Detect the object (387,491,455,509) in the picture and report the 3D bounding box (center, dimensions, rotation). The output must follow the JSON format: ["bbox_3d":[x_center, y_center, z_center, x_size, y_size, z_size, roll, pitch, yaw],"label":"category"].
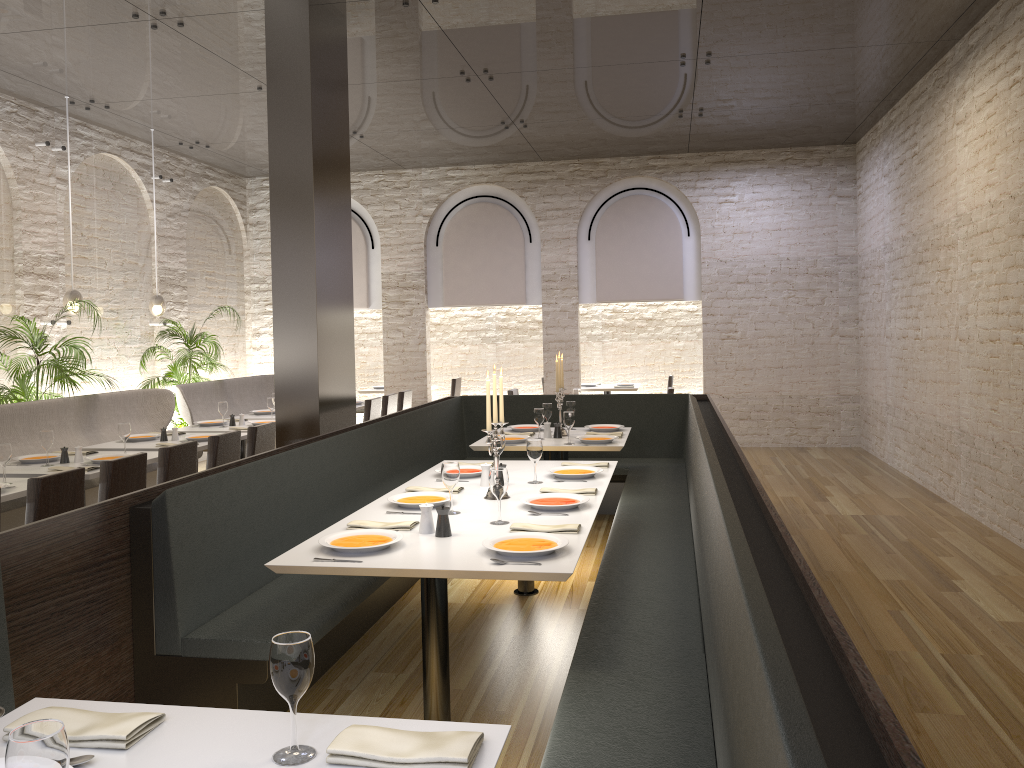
[{"bbox_3d":[-0.428,0.554,4.192,0.321,0.036,0.322,1,4,30],"label":"object"}]

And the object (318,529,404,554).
[{"bbox_3d":[-0.574,0.605,3.378,0.321,0.036,0.322,-1,3,8],"label":"object"}]

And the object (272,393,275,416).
[{"bbox_3d":[-2.428,0.210,9.123,0.086,0.230,0.086,0,2,40],"label":"object"}]

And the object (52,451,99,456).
[{"bbox_3d":[-3.125,0.494,6.337,0.273,0.033,0.143,-1,3,10],"label":"object"}]

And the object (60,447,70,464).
[{"bbox_3d":[-2.975,0.471,5.893,0.059,0.109,0.059,-1,2,2],"label":"object"}]

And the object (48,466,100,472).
[{"bbox_3d":[-2.739,0.532,5.553,0.273,0.033,0.143,-1,3,10],"label":"object"}]

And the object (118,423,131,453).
[{"bbox_3d":[-2.699,0.388,6.174,0.086,0.230,0.086,-2,2,-38],"label":"object"}]

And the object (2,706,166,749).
[{"bbox_3d":[-0.880,0.703,1.830,0.273,0.033,0.143,-1,3,10],"label":"object"}]

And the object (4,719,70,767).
[{"bbox_3d":[-0.706,0.629,1.322,0.086,0.230,0.086,-1,1,22],"label":"object"}]

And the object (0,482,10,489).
[{"bbox_3d":[-2.880,0.574,4.764,0.322,0.036,0.322,-2,3,-7],"label":"object"}]

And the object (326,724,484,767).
[{"bbox_3d":[-0.202,0.696,1.708,0.273,0.033,0.143,-1,3,10],"label":"object"}]

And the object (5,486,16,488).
[{"bbox_3d":[-2.853,0.573,4.939,0.185,0.010,0.017,-1,3,10],"label":"object"}]

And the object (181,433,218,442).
[{"bbox_3d":[-2.467,0.430,7.059,0.322,0.036,0.322,-2,3,-12],"label":"object"}]

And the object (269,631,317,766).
[{"bbox_3d":[-0.421,0.601,1.703,0.086,0.230,0.086,-1,1,22],"label":"object"}]

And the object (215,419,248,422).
[{"bbox_3d":[-2.720,0.353,8.590,0.273,0.033,0.143,-1,3,10],"label":"object"}]

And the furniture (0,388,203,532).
[{"bbox_3d":[-3.599,0.715,6.506,0.709,1.096,4.482,-1,3,10],"label":"furniture"}]

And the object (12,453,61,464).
[{"bbox_3d":[-3.203,0.508,6.004,0.322,0.036,0.322,-2,3,-12],"label":"object"}]

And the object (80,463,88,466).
[{"bbox_3d":[-2.711,0.522,5.727,0.181,0.015,0.038,-1,3,12],"label":"object"}]

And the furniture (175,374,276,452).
[{"bbox_3d":[-2.948,0.488,10.124,0.707,1.096,2.588,-1,3,10],"label":"furniture"}]

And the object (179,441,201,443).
[{"bbox_3d":[-2.504,0.450,6.880,0.181,0.015,0.038,-1,3,12],"label":"object"}]

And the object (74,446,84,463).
[{"bbox_3d":[-2.898,0.467,5.926,0.059,0.109,0.059,-1,2,2],"label":"object"}]

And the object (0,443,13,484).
[{"bbox_3d":[-2.900,0.458,5.057,0.086,0.230,0.086,-1,1,16],"label":"object"}]

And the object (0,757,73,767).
[{"bbox_3d":[-0.912,0.723,1.499,0.321,0.036,0.322,1,4,30],"label":"object"}]

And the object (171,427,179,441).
[{"bbox_3d":[-2.691,0.395,7.078,0.059,0.109,0.059,-1,2,2],"label":"object"}]

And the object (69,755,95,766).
[{"bbox_3d":[-0.884,0.718,1.699,0.181,0.015,0.038,-1,3,12],"label":"object"}]

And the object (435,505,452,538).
[{"bbox_3d":[-0.274,0.547,3.532,0.069,0.126,0.069,0,2,42],"label":"object"}]

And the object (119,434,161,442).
[{"bbox_3d":[-2.996,0.436,7.156,0.322,0.036,0.322,-2,3,-12],"label":"object"}]

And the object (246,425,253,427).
[{"bbox_3d":[-2.307,0.381,7.980,0.181,0.015,0.038,-1,3,12],"label":"object"}]

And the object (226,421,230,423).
[{"bbox_3d":[-2.770,0.364,8.432,0.181,0.015,0.038,-1,3,12],"label":"object"}]

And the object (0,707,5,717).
[{"bbox_3d":[-0.689,0.438,0.924,0.131,0.656,0.390,-1,2,21],"label":"object"}]

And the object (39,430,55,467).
[{"bbox_3d":[-3.030,0.419,5.773,0.086,0.230,0.086,-2,2,-38],"label":"object"}]

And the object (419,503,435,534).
[{"bbox_3d":[-0.346,0.545,3.595,0.069,0.126,0.069,0,2,33],"label":"object"}]

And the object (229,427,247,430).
[{"bbox_3d":[-2.334,0.391,7.806,0.273,0.033,0.143,-1,3,10],"label":"object"}]

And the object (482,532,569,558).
[{"bbox_3d":[0.050,0.598,3.263,0.321,0.036,0.322,-2,3,-14],"label":"object"}]

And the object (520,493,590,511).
[{"bbox_3d":[0.196,0.547,4.077,0.321,0.036,0.322,1,4,30],"label":"object"}]

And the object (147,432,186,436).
[{"bbox_3d":[-2.918,0.422,7.489,0.273,0.033,0.143,-1,3,10],"label":"object"}]

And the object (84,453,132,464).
[{"bbox_3d":[-2.674,0.503,5.906,0.322,0.036,0.322,-2,3,-12],"label":"object"}]

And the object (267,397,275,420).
[{"bbox_3d":[-2.291,0.246,8.444,0.086,0.230,0.086,0,2,40],"label":"object"}]

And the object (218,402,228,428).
[{"bbox_3d":[-2.622,0.277,8.043,0.086,0.230,0.086,0,2,40],"label":"object"}]

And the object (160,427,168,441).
[{"bbox_3d":[-2.768,0.399,7.045,0.059,0.109,0.059,-1,2,2],"label":"object"}]

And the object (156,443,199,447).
[{"bbox_3d":[-2.532,0.460,6.705,0.273,0.033,0.143,-1,3,10],"label":"object"}]
